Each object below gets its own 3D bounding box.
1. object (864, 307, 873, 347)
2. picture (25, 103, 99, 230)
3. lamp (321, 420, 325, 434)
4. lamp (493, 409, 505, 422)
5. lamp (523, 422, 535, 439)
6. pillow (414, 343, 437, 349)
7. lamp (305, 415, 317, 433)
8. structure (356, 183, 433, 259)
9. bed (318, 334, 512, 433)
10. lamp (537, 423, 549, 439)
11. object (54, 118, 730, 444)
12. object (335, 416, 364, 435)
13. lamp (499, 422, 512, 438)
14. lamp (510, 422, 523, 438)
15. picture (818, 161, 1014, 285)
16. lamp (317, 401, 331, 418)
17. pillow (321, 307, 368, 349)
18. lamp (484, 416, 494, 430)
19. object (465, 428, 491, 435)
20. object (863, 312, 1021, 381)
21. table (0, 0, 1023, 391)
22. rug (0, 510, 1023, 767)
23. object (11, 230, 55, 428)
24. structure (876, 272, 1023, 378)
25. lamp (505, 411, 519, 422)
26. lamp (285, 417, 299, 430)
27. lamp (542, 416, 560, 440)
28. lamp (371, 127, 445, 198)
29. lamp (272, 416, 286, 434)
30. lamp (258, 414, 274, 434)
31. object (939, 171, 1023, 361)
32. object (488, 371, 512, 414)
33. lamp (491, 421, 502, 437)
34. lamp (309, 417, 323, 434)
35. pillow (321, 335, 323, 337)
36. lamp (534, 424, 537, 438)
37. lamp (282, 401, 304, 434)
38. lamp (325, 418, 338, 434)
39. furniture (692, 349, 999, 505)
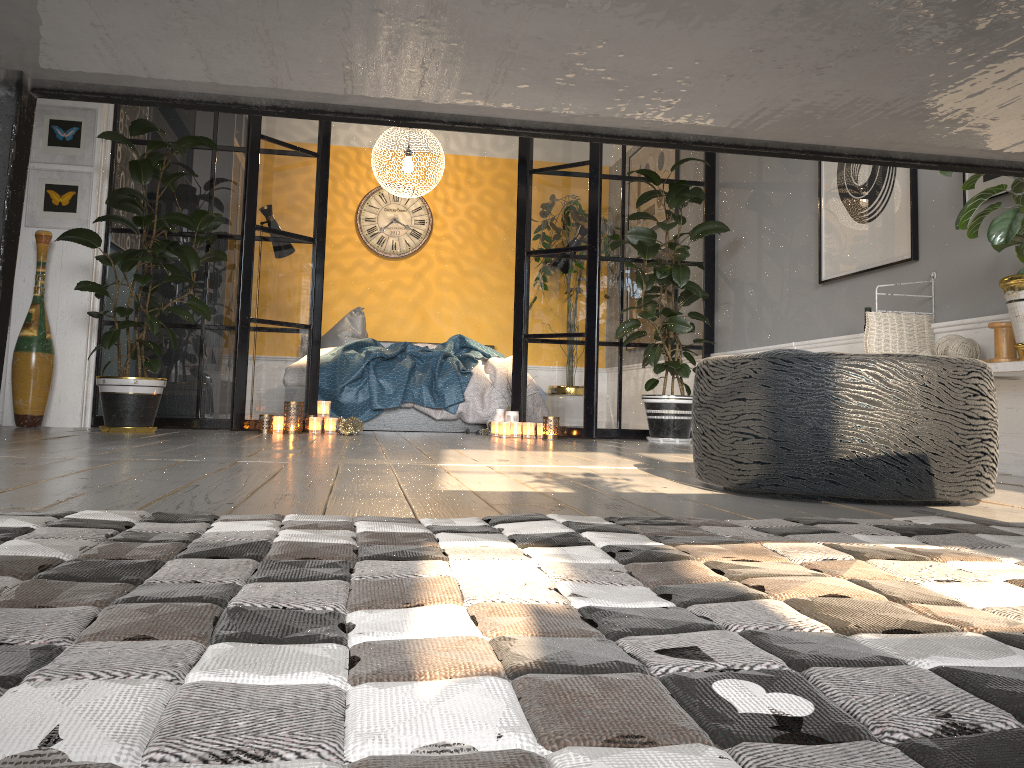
[{"bbox_3d":[1.645,-0.010,3.917,0.091,0.705,0.278,3,-5,-17],"label":"object"},{"bbox_3d":[-2.544,-1.325,4.379,0.359,0.756,1.938,2,-2,-10],"label":"picture"},{"bbox_3d":[-1.127,0.262,5.370,0.069,0.081,0.068,2,-4,-2],"label":"lamp"},{"bbox_3d":[-0.080,0.254,5.784,0.092,0.181,0.091,1,-5,11],"label":"lamp"},{"bbox_3d":[0.105,0.292,5.552,0.080,0.099,0.080,-1,-4,31],"label":"lamp"},{"bbox_3d":[-0.743,-0.245,7.647,0.484,0.228,0.591,0,-3,39],"label":"pillow"},{"bbox_3d":[-1.242,0.248,5.484,0.081,0.107,0.080,2,-4,-10],"label":"lamp"},{"bbox_3d":[-1.119,-1.556,8.438,0.726,0.729,0.070,2,-5,-10],"label":"structure"},{"bbox_3d":[-0.806,-0.033,7.179,1.896,0.774,2.313,2,-2,-9],"label":"bed"},{"bbox_3d":[0.195,0.295,5.546,0.080,0.099,0.080,-1,-4,31],"label":"lamp"},{"bbox_3d":[-0.509,-0.582,5.302,3.893,1.806,1.006,2,-4,-10],"label":"object"},{"bbox_3d":[-1.040,0.256,5.479,0.192,0.118,0.715,3,-2,-21],"label":"object"},{"bbox_3d":[-0.045,0.287,5.531,0.080,0.099,0.080,-1,-4,31],"label":"lamp"},{"bbox_3d":[0.025,0.291,5.588,0.080,0.099,0.080,-1,-4,31],"label":"lamp"},{"bbox_3d":[-0.282,-1.337,4.189,4.036,1.804,7.265,2,-2,-10],"label":"picture"},{"bbox_3d":[-1.121,0.150,5.273,0.080,0.099,0.080,-1,-4,31],"label":"lamp"},{"bbox_3d":[-1.430,-0.363,7.536,0.782,0.602,0.496,2,-4,-4],"label":"pillow"},{"bbox_3d":[-0.123,0.285,6.011,0.108,0.132,0.095,5,-5,-39],"label":"lamp"},{"bbox_3d":[-0.216,0.323,5.988,0.326,0.054,0.087,0,-3,44],"label":"object"},{"bbox_3d":[1.683,-0.155,3.367,0.328,0.308,0.782,2,-2,-9],"label":"object"},{"bbox_3d":[0.333,-0.035,0.495,1.455,0.514,0.729,2,-3,-10],"label":"table"},{"bbox_3d":[0.521,0.216,0.664,2.525,0.034,1.763,2,-1,-10],"label":"rug"},{"bbox_3d":[-2.710,-0.316,5.040,0.215,1.130,0.214,3,-5,-15],"label":"object"},{"bbox_3d":[1.884,-0.268,2.387,0.308,0.488,2.765,2,-2,-10],"label":"structure"},{"bbox_3d":[0.000,0.260,5.696,0.089,0.167,0.092,6,-6,-43],"label":"lamp"},{"bbox_3d":[-1.313,0.244,5.279,0.080,0.099,0.080,-1,-4,31],"label":"lamp"},{"bbox_3d":[0.240,0.272,5.458,0.107,0.141,0.107,-2,-5,44],"label":"lamp"},{"bbox_3d":[-0.860,-2.101,7.414,0.616,1.102,0.613,-1,-5,31],"label":"lamp"},{"bbox_3d":[-1.373,0.241,5.210,0.080,0.099,0.080,-1,-4,31],"label":"lamp"},{"bbox_3d":[-1.428,0.233,5.137,0.084,0.111,0.084,4,-5,-34],"label":"lamp"},{"bbox_3d":[1.719,-0.555,2.884,0.545,0.969,0.508,4,-5,-24],"label":"object"},{"bbox_3d":[0.051,0.094,6.051,0.437,0.525,0.277,-1,-5,31],"label":"object"},{"bbox_3d":[-0.095,0.289,5.655,0.080,0.099,0.080,-2,-5,44],"label":"lamp"},{"bbox_3d":[-1.169,0.248,5.262,0.080,0.099,0.080,-1,-4,31],"label":"lamp"},{"bbox_3d":[-1.506,-0.258,7.940,0.753,0.458,0.513,4,-4,-38],"label":"pillow"},{"bbox_3d":[0.143,0.299,5.643,0.063,0.091,0.063,4,-5,-28],"label":"lamp"},{"bbox_3d":[-1.282,0.198,5.181,0.115,0.188,0.114,2,-4,-11],"label":"lamp"},{"bbox_3d":[-1.078,0.251,5.270,0.080,0.099,0.080,-1,-4,31],"label":"lamp"},{"bbox_3d":[0.840,0.101,2.290,0.734,0.359,0.733,3,-2,-23],"label":"furniture"}]
